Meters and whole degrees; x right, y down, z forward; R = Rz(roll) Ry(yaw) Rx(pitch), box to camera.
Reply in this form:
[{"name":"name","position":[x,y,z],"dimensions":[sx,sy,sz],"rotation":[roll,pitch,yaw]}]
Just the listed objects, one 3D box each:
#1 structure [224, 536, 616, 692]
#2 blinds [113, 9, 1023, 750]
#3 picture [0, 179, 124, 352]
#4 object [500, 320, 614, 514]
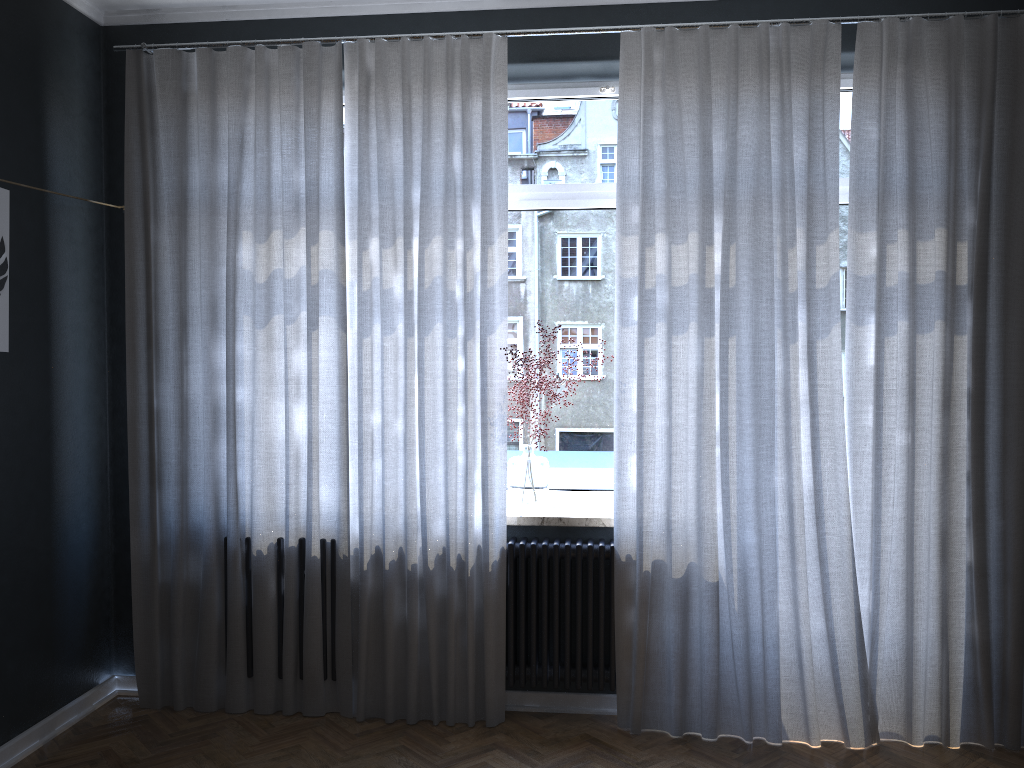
[{"name":"structure","position":[-0.341,0.943,3.762],"dimensions":[1.846,0.601,0.215],"rotation":[0,2,6]},{"name":"blinds","position":[0.342,-0.009,3.593],"dimensions":[3.992,2.790,0.312],"rotation":[0,2,6]},{"name":"picture","position":[-1.913,-0.353,1.689],"dimensions":[0.058,0.771,4.455],"rotation":[0,1,6]},{"name":"object","position":[0.104,0.146,3.713],"dimensions":[0.514,0.810,0.599],"rotation":[-1,2,-20]}]
